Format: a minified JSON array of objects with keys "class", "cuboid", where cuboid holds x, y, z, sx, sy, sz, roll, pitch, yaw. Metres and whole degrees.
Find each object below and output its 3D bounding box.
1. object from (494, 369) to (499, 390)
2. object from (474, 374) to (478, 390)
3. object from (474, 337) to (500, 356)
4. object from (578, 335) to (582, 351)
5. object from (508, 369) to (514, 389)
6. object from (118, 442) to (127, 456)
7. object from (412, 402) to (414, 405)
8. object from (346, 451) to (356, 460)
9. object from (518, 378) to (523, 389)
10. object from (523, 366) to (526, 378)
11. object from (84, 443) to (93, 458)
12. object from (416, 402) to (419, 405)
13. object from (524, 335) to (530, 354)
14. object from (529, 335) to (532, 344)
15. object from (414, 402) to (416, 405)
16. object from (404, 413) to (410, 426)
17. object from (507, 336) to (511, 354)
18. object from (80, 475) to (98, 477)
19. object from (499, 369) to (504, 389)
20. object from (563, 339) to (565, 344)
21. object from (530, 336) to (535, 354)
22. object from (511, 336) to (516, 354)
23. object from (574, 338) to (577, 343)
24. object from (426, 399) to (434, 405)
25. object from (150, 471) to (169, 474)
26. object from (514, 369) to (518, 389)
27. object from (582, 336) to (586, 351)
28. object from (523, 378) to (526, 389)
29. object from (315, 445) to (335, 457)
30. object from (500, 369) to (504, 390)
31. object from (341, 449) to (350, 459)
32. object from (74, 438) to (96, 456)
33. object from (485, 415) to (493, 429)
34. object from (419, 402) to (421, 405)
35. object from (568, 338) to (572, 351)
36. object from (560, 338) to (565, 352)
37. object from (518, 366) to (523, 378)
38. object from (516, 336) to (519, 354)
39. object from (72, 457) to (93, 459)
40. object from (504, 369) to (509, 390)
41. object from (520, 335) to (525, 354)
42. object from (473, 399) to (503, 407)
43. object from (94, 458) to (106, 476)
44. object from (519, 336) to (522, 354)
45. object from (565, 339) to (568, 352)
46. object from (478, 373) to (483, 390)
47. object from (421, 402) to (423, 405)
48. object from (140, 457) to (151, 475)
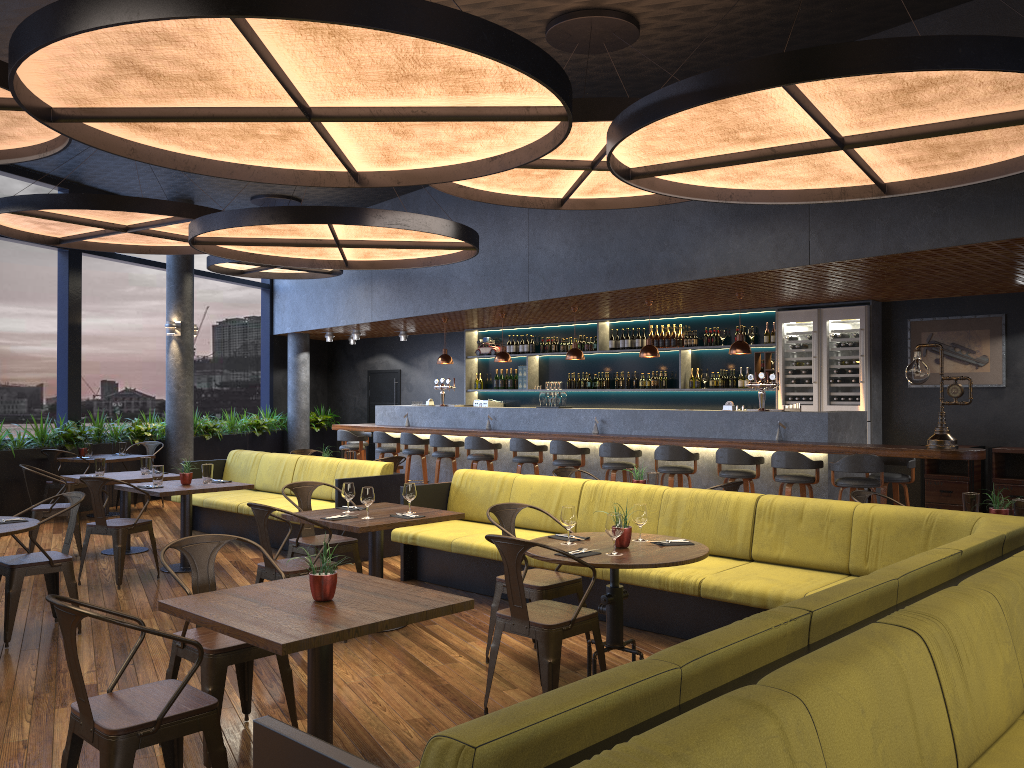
[{"class":"object","cuboid":[-0.257,-0.078,14.900,0.094,0.340,0.094,0,-1,-24]},{"class":"object","cuboid":[-0.612,-0.041,15.347,0.079,0.281,0.079,0,-1,-28]},{"class":"object","cuboid":[-0.393,-0.642,15.132,0.579,0.319,0.229,-1,-1,43]},{"class":"object","cuboid":[1.051,-0.624,13.700,0.063,0.254,0.063,0,-1,1]},{"class":"object","cuboid":[-0.016,-0.080,14.704,0.094,0.340,0.094,0,-1,-7]},{"class":"object","cuboid":[-5.176,0.866,11.782,0.102,0.178,0.102,0,-1,35]},{"class":"object","cuboid":[-1.589,0.313,14.211,0.042,0.059,0.042,-1,-1,41]},{"class":"object","cuboid":[-1.815,0.847,9.995,0.102,0.178,0.102,0,-1,29]},{"class":"object","cuboid":[0.166,-0.006,14.545,0.098,0.192,0.080,-1,-1,43]},{"class":"object","cuboid":[0.239,-0.200,14.478,0.098,0.192,0.080,-1,-1,43]},{"class":"object","cuboid":[-5.490,0.863,11.497,0.102,0.178,0.102,0,-1,25]},{"class":"object","cuboid":[-1.518,0.314,14.271,0.042,0.059,0.042,-1,-1,41]},{"class":"object","cuboid":[0.246,-0.646,14.433,0.085,0.310,0.086,0,-1,-13]},{"class":"object","cuboid":[0.311,-0.645,14.502,0.085,0.310,0.086,0,-1,-6]},{"class":"object","cuboid":[-1.556,0.314,14.244,0.042,0.059,0.042,-1,-1,41]},{"class":"object","cuboid":[-1.583,0.532,13.327,0.114,0.203,0.069,0,-1,1]},{"class":"object","cuboid":[-0.044,-0.643,14.707,0.085,0.310,0.086,0,-1,-13]},{"class":"object","cuboid":[-4.147,0.913,8.736,0.255,0.019,0.157,-1,-1,43]},{"class":"object","cuboid":[-0.176,-0.078,14.842,0.094,0.340,0.094,0,-1,-33]},{"class":"object","cuboid":[0.822,-0.603,14.036,0.068,0.217,0.068,1,-1,-42]},{"class":"object","cuboid":[0.333,-0.629,14.357,0.083,0.301,0.083,0,-1,-39]},{"class":"object","cuboid":[0.022,-0.644,14.642,0.085,0.310,0.086,0,-1,-19]},{"class":"object","cuboid":[0.996,-0.607,13.892,0.088,0.224,0.088,0,-1,38]},{"class":"object","cuboid":[-1.173,0.295,14.722,0.200,0.106,0.766,-1,-1,43]},{"class":"object","cuboid":[-3.667,0.918,9.196,0.255,0.019,0.157,-1,-1,43]},{"class":"object","cuboid":[0.072,-0.079,14.764,0.094,0.340,0.094,0,-1,-24]},{"class":"object","cuboid":[1.121,-0.624,13.756,0.063,0.254,0.063,0,-1,-19]},{"class":"object","cuboid":[0.239,-0.007,14.476,0.098,0.192,0.080,-1,-1,43]},{"class":"object","cuboid":[-2.088,0.800,9.960,0.238,0.271,0.260,1,-1,-41]},{"class":"object","cuboid":[-0.170,-0.077,14.958,0.094,0.340,0.094,1,-1,-40]},{"class":"object","cuboid":[-1.950,0.851,10.397,0.102,0.178,0.102,0,-1,-11]},{"class":"object","cuboid":[-5.690,0.819,11.735,0.238,0.271,0.260,-1,-1,45]},{"class":"object","cuboid":[-0.314,0.519,12.141,0.114,0.203,0.069,0,-1,4]},{"class":"object","cuboid":[-1.496,0.315,14.317,0.042,0.059,0.042,-1,-1,41]},{"class":"object","cuboid":[0.917,-0.608,13.821,0.088,0.224,0.088,0,-1,38]},{"class":"object","cuboid":[0.793,-0.604,13.899,0.068,0.217,0.068,0,-1,33]},{"class":"object","cuboid":[0.167,-0.199,14.548,0.098,0.192,0.080,-1,-1,43]},{"class":"object","cuboid":[0.090,-0.643,14.707,0.085,0.310,0.086,0,-1,-35]},{"class":"object","cuboid":[-5.496,0.941,11.329,0.255,0.019,0.157,0,-1,19]},{"class":"object","cuboid":[-0.086,-0.078,14.899,0.094,0.340,0.094,0,-1,-24]},{"class":"object","cuboid":[0.172,-0.645,14.506,0.085,0.310,0.086,0,-1,-28]},{"class":"object","cuboid":[-0.461,0.534,14.954,0.355,0.569,0.550,-1,-1,43]},{"class":"object","cuboid":[-4.141,0.835,8.911,0.102,0.178,0.102,0,-1,19]},{"class":"object","cuboid":[0.160,-0.644,14.639,0.085,0.310,0.086,0,-1,-19]},{"class":"object","cuboid":[0.863,-0.604,13.961,0.068,0.217,0.068,0,-1,-27]},{"class":"object","cuboid":[-0.545,-0.042,15.287,0.079,0.281,0.079,1,-1,-43]},{"class":"object","cuboid":[-1.461,0.315,14.353,0.042,0.059,0.042,-1,-1,41]},{"class":"object","cuboid":[-3.739,0.837,9.047,0.102,0.178,0.102,0,-1,19]}]
